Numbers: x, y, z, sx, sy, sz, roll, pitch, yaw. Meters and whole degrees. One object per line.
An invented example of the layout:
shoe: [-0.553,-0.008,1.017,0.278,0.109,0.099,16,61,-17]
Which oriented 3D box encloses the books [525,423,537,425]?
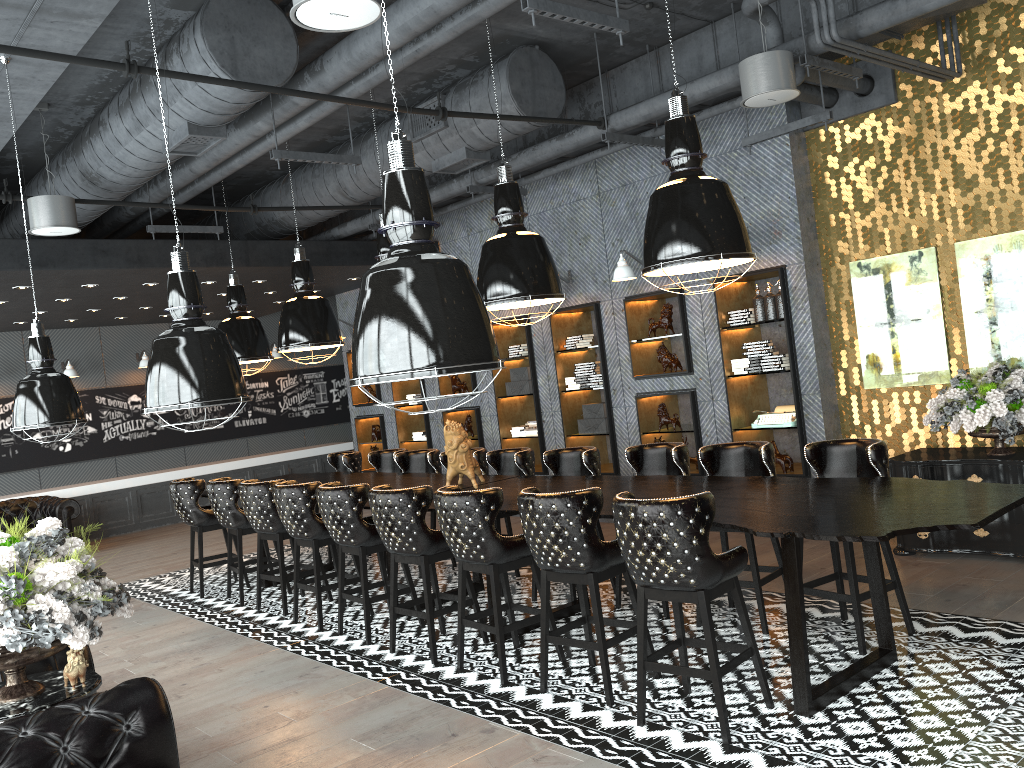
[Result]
books: [0.290,0.459,10.369,0.197,0.020,0.206,-8,1,-39]

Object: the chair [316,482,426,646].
chair: [-1.051,1.234,6.333,0.568,1.092,0.504,-7,0,-36]

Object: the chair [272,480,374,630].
chair: [-1.505,1.282,6.879,0.568,1.092,0.504,-7,0,-38]

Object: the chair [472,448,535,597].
chair: [-0.039,1.099,7.256,0.568,1.092,0.504,-7,0,-33]

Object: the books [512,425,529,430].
books: [0.132,0.518,10.610,0.179,0.029,0.225,-6,1,34]

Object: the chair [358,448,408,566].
chair: [-1.263,1.227,8.926,0.568,1.092,0.504,-7,0,-44]

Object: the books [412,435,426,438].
books: [-1.228,0.715,12.183,0.227,0.024,0.166,-6,1,35]

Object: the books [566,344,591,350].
books: [0.736,-0.407,9.778,0.193,0.028,0.245,-7,1,-25]

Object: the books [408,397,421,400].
books: [-1.276,0.199,12.153,0.246,0.028,0.193,-8,1,-41]

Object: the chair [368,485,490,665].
chair: [-0.586,1.185,5.752,0.568,1.092,0.504,-7,0,-43]

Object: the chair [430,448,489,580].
chair: [-0.432,1.140,7.813,0.504,1.092,0.568,-7,0,44]

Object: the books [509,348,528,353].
books: [0.115,-0.397,10.510,0.245,0.028,0.194,-6,1,40]

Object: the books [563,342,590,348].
books: [0.714,-0.433,9.799,0.194,0.028,0.245,-7,1,-30]

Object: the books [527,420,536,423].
books: [0.301,0.436,10.388,0.212,0.024,0.185,-6,1,44]

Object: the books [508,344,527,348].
books: [0.105,-0.453,10.513,0.194,0.028,0.245,-8,1,-38]

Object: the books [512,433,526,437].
books: [0.145,0.596,10.613,0.243,0.034,0.180,-7,1,28]

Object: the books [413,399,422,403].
books: [-1.263,0.227,12.109,0.245,0.028,0.193,-7,1,-32]

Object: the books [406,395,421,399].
books: [-1.301,0.174,12.161,0.245,0.028,0.193,-8,1,-38]

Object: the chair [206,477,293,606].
chair: [-2.395,1.377,7.979,0.568,1.092,0.504,-7,0,-32]

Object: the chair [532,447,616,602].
chair: [0.440,1.048,6.666,0.568,1.092,0.504,-7,0,-39]

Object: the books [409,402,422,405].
books: [-1.262,0.255,12.160,0.246,0.028,0.193,-8,1,-45]

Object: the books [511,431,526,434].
books: [0.125,0.570,10.619,0.227,0.024,0.166,-7,1,17]

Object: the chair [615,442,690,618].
chair: [1.013,0.984,6.198,0.568,1.092,0.504,-7,0,-39]

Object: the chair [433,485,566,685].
chair: [-0.120,1.134,5.249,0.568,1.092,0.504,-7,0,-37]

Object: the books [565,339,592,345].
books: [0.739,-0.464,9.797,0.194,0.028,0.245,-7,1,-33]

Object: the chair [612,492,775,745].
chair: [0.807,1.035,4.158,0.504,1.092,0.568,-7,0,42]

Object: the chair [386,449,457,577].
chair: [-0.889,1.189,8.346,0.504,1.092,0.568,-7,0,40]

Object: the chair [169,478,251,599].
chair: [-2.917,1.435,8.484,0.568,1.092,0.504,-7,0,-32]

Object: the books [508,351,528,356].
books: [0.102,-0.367,10.514,0.194,0.028,0.245,-7,1,-30]

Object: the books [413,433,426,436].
books: [-1.215,0.689,12.198,0.175,0.024,0.243,-6,1,40]

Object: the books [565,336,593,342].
books: [0.745,-0.493,9.801,0.245,0.028,0.194,-6,1,41]

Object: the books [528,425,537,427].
books: [0.314,0.478,10.382,0.247,0.023,0.244,-6,1,34]

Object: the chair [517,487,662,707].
chair: [0.368,1.081,4.744,0.504,1.092,0.568,-7,0,43]

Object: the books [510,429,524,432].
books: [0.126,0.545,10.651,0.243,0.024,0.175,-8,1,-42]

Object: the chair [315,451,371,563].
chair: [-1.824,1.289,9.421,0.568,1.092,0.504,-7,0,-32]

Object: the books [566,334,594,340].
books: [0.754,-0.523,9.802,0.194,0.028,0.245,-8,1,-41]

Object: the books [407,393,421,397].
books: [-1.296,0.145,12.168,0.193,0.028,0.246,-6,1,42]

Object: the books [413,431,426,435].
books: [-1.228,0.665,12.182,0.179,0.029,0.225,-7,1,32]

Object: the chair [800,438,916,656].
chair: [1.914,0.888,5.086,0.568,1.092,0.504,-7,0,-32]

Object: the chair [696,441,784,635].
chair: [1.443,0.939,5.626,0.504,1.092,0.568,-7,0,42]

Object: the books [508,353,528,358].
books: [0.107,-0.339,10.527,0.194,0.028,0.245,-8,1,-41]

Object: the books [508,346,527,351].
books: [0.098,-0.424,10.556,0.194,0.028,0.245,-7,1,-35]

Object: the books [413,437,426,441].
books: [-1.208,0.742,12.177,0.243,0.034,0.179,-7,1,18]

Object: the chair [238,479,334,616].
chair: [-1.939,1.329,7.431,0.568,1.092,0.504,-7,0,-44]
